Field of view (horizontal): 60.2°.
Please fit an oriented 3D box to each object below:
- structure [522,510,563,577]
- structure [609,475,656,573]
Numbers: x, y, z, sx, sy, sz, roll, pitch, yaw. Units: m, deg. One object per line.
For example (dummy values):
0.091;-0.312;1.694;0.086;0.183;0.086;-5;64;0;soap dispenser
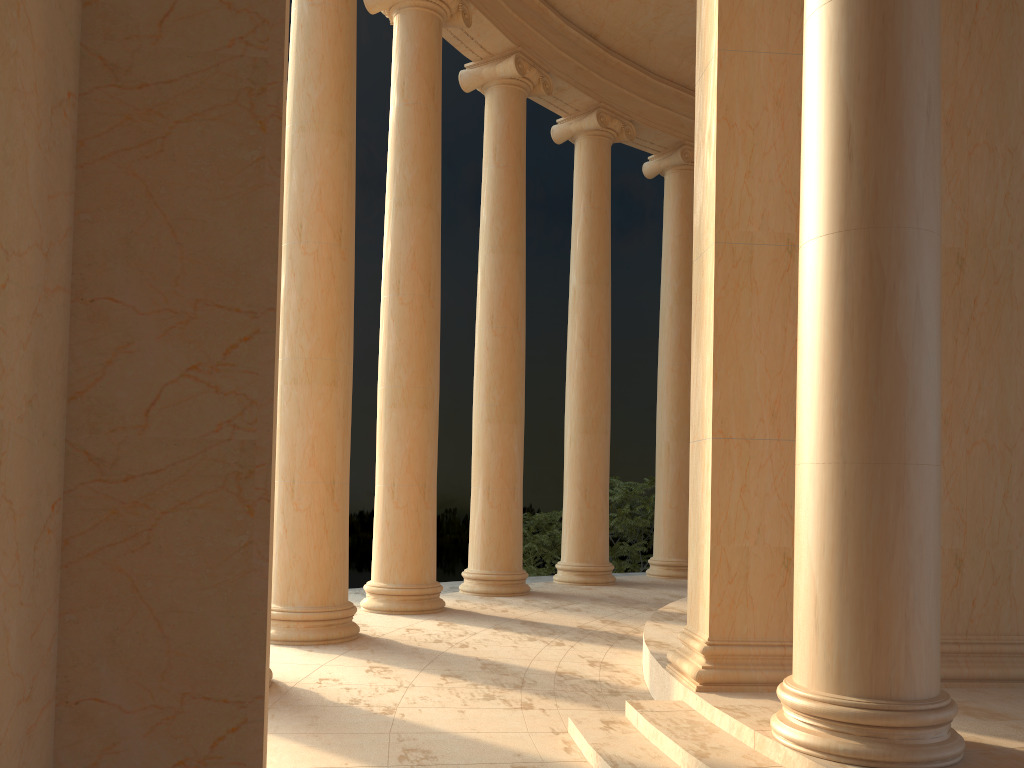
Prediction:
35.738;310.753;1521.131;149.189;187.726;156.315;1;-4;7;structure
224.103;312.518;1608.576;247.165;298.536;238.560;1;-4;-2;structure
